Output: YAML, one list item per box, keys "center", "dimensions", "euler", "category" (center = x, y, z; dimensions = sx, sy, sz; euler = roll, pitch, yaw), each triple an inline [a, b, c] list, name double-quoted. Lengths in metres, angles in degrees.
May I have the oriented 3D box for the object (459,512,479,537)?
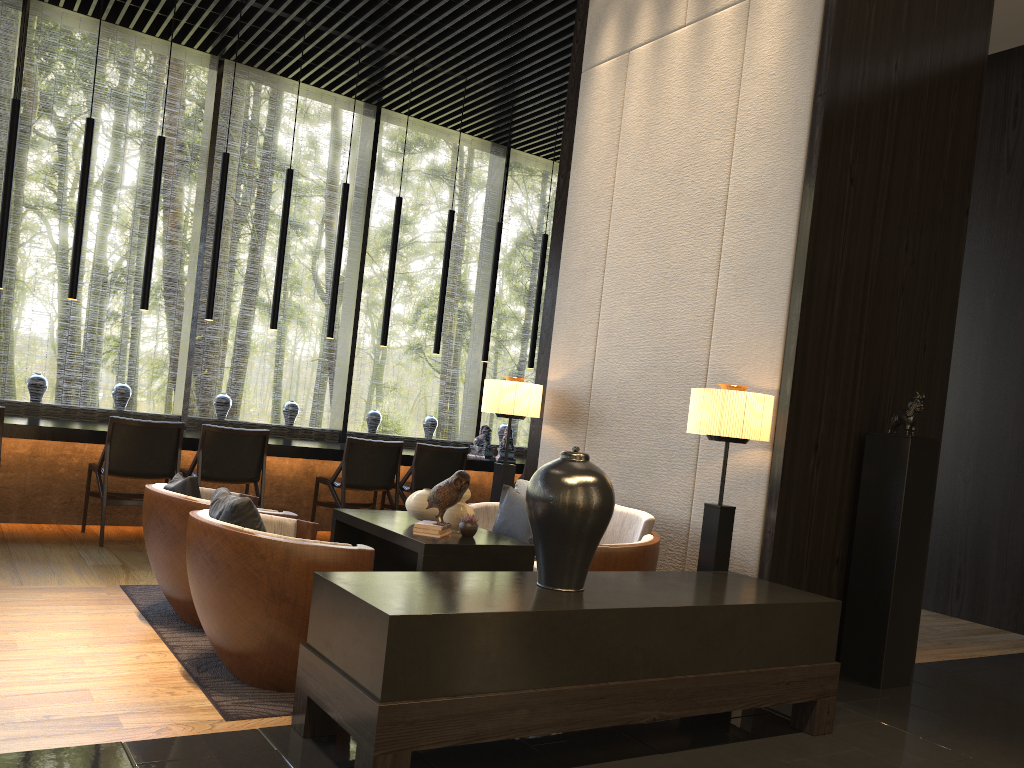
- center: [-0.200, 0.652, 4.111]
  dimensions: [0.091, 0.112, 0.091]
  euler: [6, 0, 19]
  category: "object"

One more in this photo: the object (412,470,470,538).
- center: [-0.305, 0.538, 4.036]
  dimensions: [0.228, 0.309, 0.174]
  euler: [6, 0, 13]
  category: "object"

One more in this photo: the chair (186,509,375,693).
- center: [-0.962, 0.817, 3.436]
  dimensions: [0.608, 0.604, 0.801]
  euler: [7, -1, -33]
  category: "chair"

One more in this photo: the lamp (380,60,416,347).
- center: [-0.955, -1.521, 7.471]
  dimensions: [0.060, 2.423, 0.060]
  euler: [5, 1, -38]
  category: "lamp"

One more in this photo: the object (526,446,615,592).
- center: [0.196, 0.462, 3.083]
  dimensions: [0.312, 0.493, 0.310]
  euler: [6, 0, -44]
  category: "object"

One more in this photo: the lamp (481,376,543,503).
- center: [-0.059, 0.631, 5.667]
  dimensions: [0.375, 1.352, 0.374]
  euler: [6, 1, -3]
  category: "lamp"

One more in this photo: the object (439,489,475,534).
- center: [-0.257, 0.576, 4.215]
  dimensions: [0.174, 0.257, 0.174]
  euler: [6, 0, -13]
  category: "object"

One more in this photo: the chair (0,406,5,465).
- center: [-3.383, 0.516, 5.357]
  dimensions: [0.527, 0.828, 0.561]
  euler: [6, 0, -33]
  category: "chair"

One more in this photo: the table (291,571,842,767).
- center: [0.291, 0.982, 3.164]
  dimensions: [1.965, 0.513, 0.618]
  euler: [8, -2, -33]
  category: "table"

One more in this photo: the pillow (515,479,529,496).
- center: [0.148, 0.760, 5.089]
  dimensions: [0.431, 0.400, 0.201]
  euler: [6, 0, 35]
  category: "pillow"

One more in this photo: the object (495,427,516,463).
- center: [-0.044, 0.543, 7.979]
  dimensions: [0.163, 0.313, 0.209]
  euler: [6, 0, -8]
  category: "object"

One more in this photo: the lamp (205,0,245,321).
- center: [-2.162, -1.686, 6.680]
  dimensions: [0.060, 2.423, 0.060]
  euler: [5, 1, -38]
  category: "lamp"

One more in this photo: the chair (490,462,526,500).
- center: [0.175, 1.004, 7.688]
  dimensions: [0.527, 0.828, 0.561]
  euler: [6, 0, -33]
  category: "chair"

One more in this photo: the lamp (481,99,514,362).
- center: [-0.116, -1.405, 8.021]
  dimensions: [0.060, 2.423, 0.060]
  euler: [5, 1, -38]
  category: "lamp"

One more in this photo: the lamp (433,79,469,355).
- center: [-0.532, -1.463, 7.749]
  dimensions: [0.060, 2.423, 0.060]
  euler: [5, 1, -38]
  category: "lamp"

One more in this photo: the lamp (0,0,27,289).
- center: [-3.320, -1.845, 5.922]
  dimensions: [0.060, 2.423, 0.060]
  euler: [6, 1, -28]
  category: "lamp"

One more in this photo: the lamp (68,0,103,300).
- center: [-2.942, -1.794, 6.169]
  dimensions: [0.060, 2.423, 0.060]
  euler: [5, 1, -38]
  category: "lamp"

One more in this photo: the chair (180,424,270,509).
- center: [-2.037, 0.700, 6.239]
  dimensions: [0.527, 0.828, 0.561]
  euler: [6, 0, -33]
  category: "chair"

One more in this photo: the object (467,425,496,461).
- center: [-0.255, 0.516, 7.846]
  dimensions: [0.206, 0.310, 0.162]
  euler: [6, 0, 37]
  category: "object"

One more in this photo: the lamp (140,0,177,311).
- center: [-2.548, -1.739, 6.428]
  dimensions: [0.060, 2.423, 0.060]
  euler: [5, 1, -38]
  category: "lamp"

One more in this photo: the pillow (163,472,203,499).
- center: [-1.503, 0.569, 4.086]
  dimensions: [0.205, 0.338, 0.440]
  euler: [6, -1, -26]
  category: "pillow"

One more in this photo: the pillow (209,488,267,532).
- center: [-1.037, 0.588, 3.368]
  dimensions: [0.223, 0.362, 0.398]
  euler: [6, -1, -32]
  category: "pillow"

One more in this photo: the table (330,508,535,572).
- center: [-0.439, 0.952, 4.342]
  dimensions: [0.577, 0.517, 1.039]
  euler: [7, -2, -33]
  category: "table"

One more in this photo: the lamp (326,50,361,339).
- center: [-1.355, -1.576, 7.209]
  dimensions: [0.060, 2.423, 0.060]
  euler: [5, 1, -38]
  category: "lamp"

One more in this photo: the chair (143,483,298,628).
- center: [-1.425, 0.795, 4.153]
  dimensions: [0.608, 0.604, 0.801]
  euler: [7, -1, -33]
  category: "chair"

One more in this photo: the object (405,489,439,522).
- center: [-0.413, 0.615, 4.450]
  dimensions: [0.245, 0.168, 0.246]
  euler: [6, -1, 15]
  category: "object"

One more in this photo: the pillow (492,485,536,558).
- center: [0.071, 0.765, 4.920]
  dimensions: [0.220, 0.361, 0.470]
  euler: [6, -1, -36]
  category: "pillow"

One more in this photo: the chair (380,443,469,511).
- center: [-0.691, 0.885, 7.120]
  dimensions: [0.527, 0.828, 0.561]
  euler: [6, 0, -33]
  category: "chair"

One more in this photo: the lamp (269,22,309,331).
- center: [-1.747, -1.629, 6.952]
  dimensions: [0.060, 2.423, 0.060]
  euler: [5, 1, -38]
  category: "lamp"

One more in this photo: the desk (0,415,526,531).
- center: [-11.247, -0.516, 0.650]
  dimensions: [28.810, 0.760, 1.775]
  euler: [8, -2, -33]
  category: "desk"

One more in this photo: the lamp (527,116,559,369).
- center: [0.308, -1.347, 8.299]
  dimensions: [0.060, 2.423, 0.060]
  euler: [5, 1, -38]
  category: "lamp"

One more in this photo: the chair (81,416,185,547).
- center: [-2.516, 0.635, 5.925]
  dimensions: [0.527, 0.828, 0.561]
  euler: [6, 0, -33]
  category: "chair"

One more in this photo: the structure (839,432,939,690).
- center: [1.844, 0.855, 4.339]
  dimensions: [0.241, 1.219, 0.239]
  euler: [6, 1, -33]
  category: "structure"

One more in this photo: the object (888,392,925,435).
- center: [1.920, 0.145, 4.307]
  dimensions: [0.102, 0.218, 0.161]
  euler: [6, 0, -45]
  category: "object"

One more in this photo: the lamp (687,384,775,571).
- center: [0.950, 0.680, 4.107]
  dimensions: [0.374, 1.352, 0.375]
  euler: [7, 1, 15]
  category: "lamp"

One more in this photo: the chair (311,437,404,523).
- center: [-1.170, 0.819, 6.806]
  dimensions: [0.527, 0.828, 0.561]
  euler: [6, 0, -33]
  category: "chair"

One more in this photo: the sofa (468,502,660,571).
- center: [0.224, 0.957, 4.760]
  dimensions: [0.604, 0.693, 1.445]
  euler: [7, -2, -33]
  category: "sofa"

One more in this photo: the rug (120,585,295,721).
- center: [-0.552, 1.199, 4.353]
  dimensions: [2.248, 0.008, 2.035]
  euler: [8, -3, -33]
  category: "rug"
